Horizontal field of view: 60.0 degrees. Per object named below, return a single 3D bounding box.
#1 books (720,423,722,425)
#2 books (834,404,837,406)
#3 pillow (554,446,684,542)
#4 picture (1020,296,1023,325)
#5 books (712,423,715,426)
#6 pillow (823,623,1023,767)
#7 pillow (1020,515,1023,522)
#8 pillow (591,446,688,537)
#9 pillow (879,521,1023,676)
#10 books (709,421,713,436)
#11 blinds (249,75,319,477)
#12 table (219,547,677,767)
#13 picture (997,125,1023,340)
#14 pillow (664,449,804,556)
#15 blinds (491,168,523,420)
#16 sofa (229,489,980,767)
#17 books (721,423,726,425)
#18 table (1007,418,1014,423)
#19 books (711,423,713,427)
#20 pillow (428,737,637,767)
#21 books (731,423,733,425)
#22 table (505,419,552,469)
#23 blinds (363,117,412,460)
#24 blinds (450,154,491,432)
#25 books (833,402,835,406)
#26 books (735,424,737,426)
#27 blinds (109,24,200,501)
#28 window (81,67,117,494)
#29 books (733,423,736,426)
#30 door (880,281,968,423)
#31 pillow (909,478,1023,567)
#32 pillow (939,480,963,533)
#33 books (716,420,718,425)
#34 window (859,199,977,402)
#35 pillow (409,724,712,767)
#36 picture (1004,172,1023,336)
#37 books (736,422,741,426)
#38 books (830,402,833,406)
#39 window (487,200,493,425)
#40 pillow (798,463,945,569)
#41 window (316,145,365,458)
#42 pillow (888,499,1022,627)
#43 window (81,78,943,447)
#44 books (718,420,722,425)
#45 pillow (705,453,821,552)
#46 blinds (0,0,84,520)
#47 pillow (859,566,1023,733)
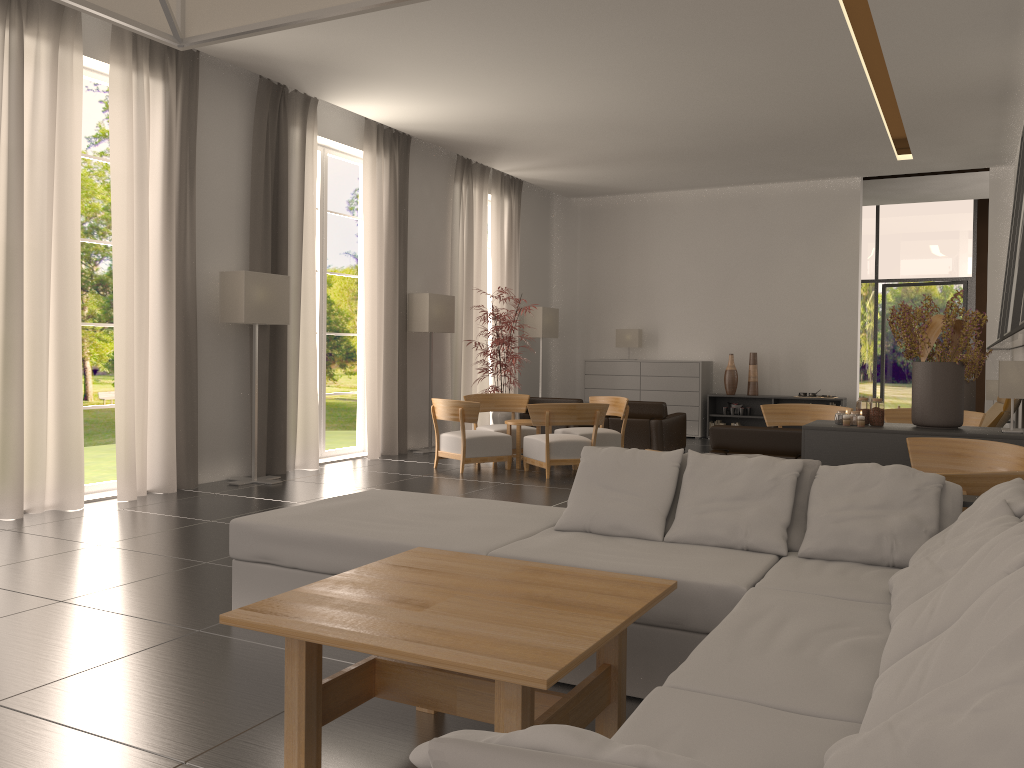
[{"bbox_3d":[5.061,1.099,21.410,0.039,0.318,0.236,1,1,27],"label":"books"},{"bbox_3d":[7.377,0.627,20.222,0.039,0.358,0.210,1,1,27],"label":"books"},{"bbox_3d":[0.781,0.759,6.360,0.802,0.598,0.585,1,2,27],"label":"pillow"},{"bbox_3d":[4.327,-2.180,7.045,0.384,3.492,1.600,1,1,27],"label":"picture"},{"bbox_3d":[4.907,1.097,21.484,0.039,0.312,0.246,1,1,27],"label":"books"},{"bbox_3d":[1.067,0.925,2.197,0.590,0.562,0.803,1,2,23],"label":"pillow"},{"bbox_3d":[2.346,0.842,4.264,0.549,0.581,0.919,1,2,27],"label":"pillow"},{"bbox_3d":[0.848,0.776,6.484,0.919,0.577,0.549,2,2,27],"label":"pillow"},{"bbox_3d":[1.809,0.842,3.532,0.585,0.598,0.802,1,2,27],"label":"pillow"},{"bbox_3d":[4.832,1.082,21.519,0.022,0.338,0.253,1,1,27],"label":"books"},{"bbox_3d":[-3.739,-1.753,14.609,0.415,6.430,1.550,1,1,31],"label":"blinds"},{"bbox_3d":[-0.223,1.441,4.272,1.600,0.840,1.600,2,2,27],"label":"table"},{"bbox_3d":[7.948,-2.379,14.047,0.384,3.492,1.600,1,1,27],"label":"picture"},{"bbox_3d":[1.504,0.782,5.988,0.802,0.595,0.595,2,2,28],"label":"pillow"},{"bbox_3d":[-0.173,-1.948,21.502,0.417,6.430,1.550,1,1,24],"label":"blinds"},{"bbox_3d":[-0.109,1.246,4.447,5.526,1.204,5.605,2,2,27],"label":"sofa"},{"bbox_3d":[5.102,1.104,21.384,0.054,0.311,0.244,1,1,27],"label":"books"},{"bbox_3d":[9.143,1.084,17.855,1.600,0.840,1.600,2,2,27],"label":"table"},{"bbox_3d":[4.871,1.099,21.514,0.048,0.305,0.226,1,1,27],"label":"books"},{"bbox_3d":[0.334,0.925,1.651,0.919,0.581,0.549,1,2,26],"label":"pillow"},{"bbox_3d":[5.314,1.100,21.307,0.054,0.328,0.187,1,1,27],"label":"books"},{"bbox_3d":[0.301,1.066,15.867,0.870,0.803,0.870,-1,2,-40],"label":"table"},{"bbox_3d":[-2.436,-1.824,17.125,0.417,6.430,1.550,1,1,24],"label":"blinds"},{"bbox_3d":[-0.952,-1.906,19.998,0.415,6.430,1.550,1,1,31],"label":"blinds"},{"bbox_3d":[7.343,0.613,20.234,0.029,0.385,0.219,1,1,27],"label":"books"},{"bbox_3d":[5.415,1.109,21.218,0.130,0.322,0.252,1,1,27],"label":"books"},{"bbox_3d":[-4.936,-1.687,12.292,0.417,6.430,1.550,1,1,24],"label":"blinds"},{"bbox_3d":[-5.959,-1.367,11.653,0.110,5.748,2.644,1,1,27],"label":"window"},{"bbox_3d":[5.332,1.104,21.260,0.019,0.324,0.254,1,1,27],"label":"books"},{"bbox_3d":[12.131,-0.864,26.209,2.378,4.268,0.100,2,1,42],"label":"door"},{"bbox_3d":[2.482,0.823,4.829,0.587,0.596,0.819,1,2,28],"label":"pillow"},{"bbox_3d":[2.410,0.861,5.695,0.918,0.510,0.615,2,2,29],"label":"pillow"},{"bbox_3d":[4.981,1.063,21.460,0.029,0.385,0.219,1,1,27],"label":"books"},{"bbox_3d":[8.638,-2.512,27.651,10.310,7.379,0.100,2,1,27],"label":"window"},{"bbox_3d":[0.294,0.920,1.782,0.797,0.580,0.625,1,2,26],"label":"pillow"},{"bbox_3d":[6.192,-2.283,10.651,0.384,3.492,2.193,1,1,27],"label":"picture"},{"bbox_3d":[5.452,1.094,21.208,0.138,0.354,0.236,1,1,27],"label":"books"},{"bbox_3d":[7.292,0.612,20.254,0.039,0.384,0.232,1,1,27],"label":"books"},{"bbox_3d":[-1.102,-1.634,21.044,0.110,5.748,2.644,1,1,27],"label":"window"},{"bbox_3d":[2.276,0.812,5.598,0.797,0.580,0.625,2,2,28],"label":"pillow"},{"bbox_3d":[-3.531,-1.501,16.349,0.110,5.748,2.644,1,1,27],"label":"window"},{"bbox_3d":[2.135,0.866,4.261,0.590,0.562,0.803,1,2,23],"label":"pillow"},{"bbox_3d":[10.827,-4.030,19.791,99.136,20.575,48.635,2,2,27],"label":"window"},{"bbox_3d":[5.026,1.065,21.430,0.039,0.384,0.232,1,1,27],"label":"books"},{"bbox_3d":[1.624,0.799,6.079,0.919,0.591,0.557,2,2,27],"label":"pillow"},{"bbox_3d":[-5.824,-1.638,10.578,0.415,6.430,1.550,1,1,31],"label":"blinds"},{"bbox_3d":[1.435,0.862,2.808,0.585,0.598,0.802,1,2,27],"label":"pillow"}]
